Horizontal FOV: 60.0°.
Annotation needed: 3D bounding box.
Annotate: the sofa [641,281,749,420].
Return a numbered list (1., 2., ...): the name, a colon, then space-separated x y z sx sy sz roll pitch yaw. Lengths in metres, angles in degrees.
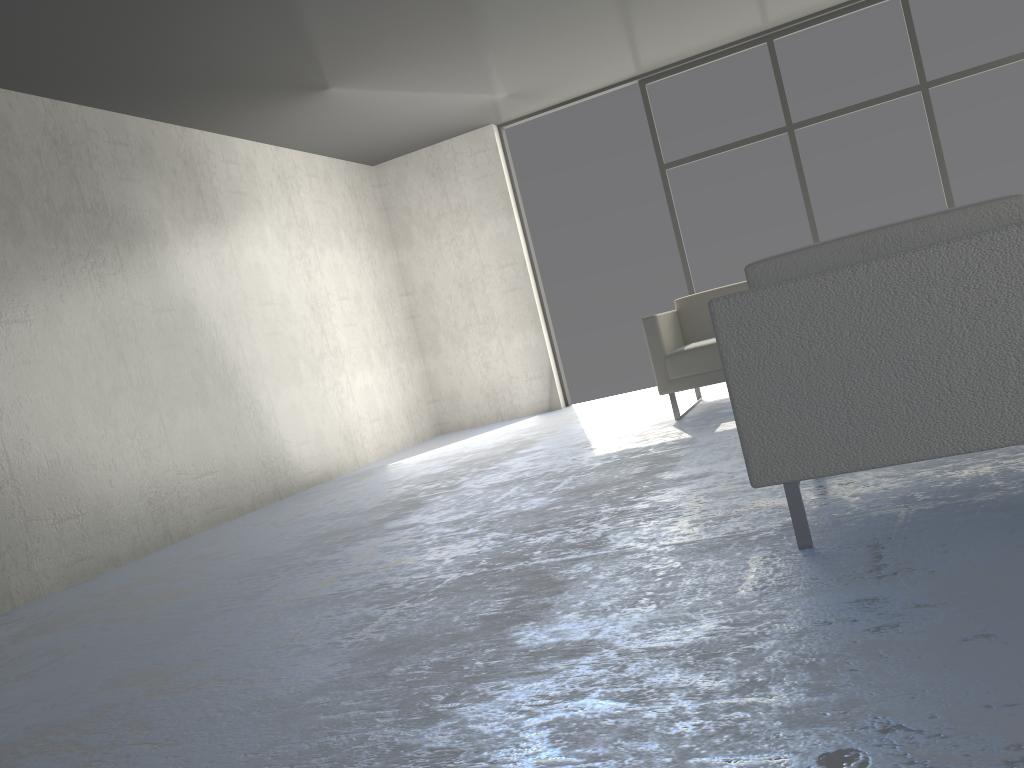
1. sofa: 1.758 -0.352 4.902 1.881 0.658 0.821 -13 2 22

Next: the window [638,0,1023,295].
1. window: 3.171 -1.698 6.519 4.080 2.477 0.037 -13 2 22

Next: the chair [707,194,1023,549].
1. chair: 0.979 -0.061 2.230 0.748 0.662 0.821 -13 2 22
